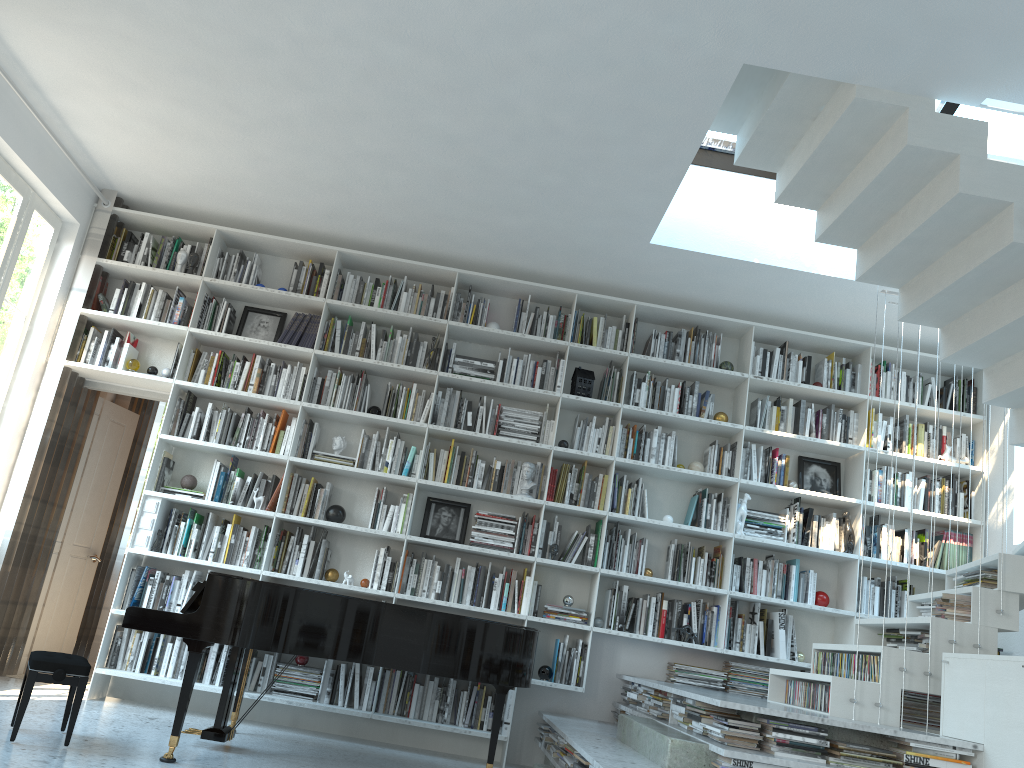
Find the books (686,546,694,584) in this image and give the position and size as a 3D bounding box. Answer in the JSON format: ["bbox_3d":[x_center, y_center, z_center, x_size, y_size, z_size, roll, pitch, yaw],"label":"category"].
[{"bbox_3d":[1.167,1.217,5.909,0.018,0.250,0.184,10,-16,-1],"label":"books"}]

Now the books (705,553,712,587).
[{"bbox_3d":[1.297,1.255,5.930,0.021,0.231,0.155,10,-15,-1],"label":"books"}]

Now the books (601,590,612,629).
[{"bbox_3d":[0.617,1.481,5.818,0.012,0.253,0.161,10,-15,-1],"label":"books"}]

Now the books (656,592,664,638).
[{"bbox_3d":[0.956,1.518,5.819,0.012,0.292,0.175,10,-15,-1],"label":"books"}]

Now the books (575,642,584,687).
[{"bbox_3d":[0.420,1.780,5.642,0.015,0.270,0.158,10,-15,-1],"label":"books"}]

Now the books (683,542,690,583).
[{"bbox_3d":[1.155,1.205,5.939,0.007,0.284,0.160,10,-15,-1],"label":"books"}]

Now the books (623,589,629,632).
[{"bbox_3d":[0.730,1.487,5.814,0.010,0.276,0.174,10,-15,-1],"label":"books"}]

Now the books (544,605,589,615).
[{"bbox_3d":[0.349,1.466,5.747,0.285,0.012,0.160,9,-16,2],"label":"books"}]

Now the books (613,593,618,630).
[{"bbox_3d":[0.661,1.497,5.824,0.015,0.240,0.153,10,-15,-1],"label":"books"}]

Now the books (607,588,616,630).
[{"bbox_3d":[0.636,1.475,5.801,0.023,0.261,0.187,10,-16,-1],"label":"books"}]

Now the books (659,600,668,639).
[{"bbox_3d":[0.973,1.546,5.815,0.031,0.243,0.185,10,-16,-1],"label":"books"}]

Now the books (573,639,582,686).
[{"bbox_3d":[0.405,1.764,5.622,0.021,0.284,0.173,10,-15,-1],"label":"books"}]

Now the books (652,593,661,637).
[{"bbox_3d":[0.942,1.526,5.838,0.012,0.284,0.160,10,-15,-1],"label":"books"}]

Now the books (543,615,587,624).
[{"bbox_3d":[0.339,1.524,5.733,0.285,0.012,0.160,9,-16,3],"label":"books"}]

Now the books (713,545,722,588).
[{"bbox_3d":[1.362,1.231,5.925,0.007,0.294,0.162,10,-15,-1],"label":"books"}]

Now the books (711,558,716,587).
[{"bbox_3d":[1.329,1.274,5.929,0.016,0.204,0.142,10,-15,-1],"label":"books"}]

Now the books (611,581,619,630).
[{"bbox_3d":[0.657,1.452,5.809,0.010,0.315,0.187,10,-15,-1],"label":"books"}]

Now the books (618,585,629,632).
[{"bbox_3d":[0.712,1.473,5.807,0.030,0.293,0.189,10,-15,-1],"label":"books"}]

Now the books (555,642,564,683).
[{"bbox_3d":[0.291,1.763,5.615,0.014,0.245,0.177,10,-16,-1],"label":"books"}]

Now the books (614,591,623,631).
[{"bbox_3d":[0.683,1.486,5.803,0.023,0.255,0.178,10,-15,-1],"label":"books"}]

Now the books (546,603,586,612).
[{"bbox_3d":[0.351,1.452,5.743,0.254,0.012,0.161,8,-16,7],"label":"books"}]

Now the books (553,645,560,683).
[{"bbox_3d":[0.275,1.774,5.629,0.012,0.228,0.130,10,-15,-1],"label":"books"}]

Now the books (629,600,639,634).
[{"bbox_3d":[0.799,1.530,5.815,0.011,0.216,0.176,10,-16,-1],"label":"books"}]

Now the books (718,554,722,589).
[{"bbox_3d":[1.368,1.266,5.944,0.019,0.240,0.134,10,-15,-1],"label":"books"}]

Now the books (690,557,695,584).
[{"bbox_3d":[1.179,1.252,5.900,0.018,0.181,0.182,10,-16,-1],"label":"books"}]

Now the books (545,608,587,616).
[{"bbox_3d":[0.347,1.475,5.735,0.254,0.012,0.161,10,-16,-1],"label":"books"}]

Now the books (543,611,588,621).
[{"bbox_3d":[0.343,1.499,5.735,0.285,0.012,0.160,9,-16,1],"label":"books"}]

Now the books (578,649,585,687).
[{"bbox_3d":[0.431,1.796,5.623,0.013,0.232,0.149,10,-15,-1],"label":"books"}]

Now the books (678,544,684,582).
[{"bbox_3d":[1.110,1.208,5.928,0.008,0.258,0.159,10,-15,-1],"label":"books"}]

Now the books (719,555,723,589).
[{"bbox_3d":[1.380,1.272,5.948,0.007,0.235,0.132,10,-15,-1],"label":"books"}]

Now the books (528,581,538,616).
[{"bbox_3d":[0.131,1.409,5.810,0.027,0.228,0.141,10,-15,-1],"label":"books"}]

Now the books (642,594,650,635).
[{"bbox_3d":[0.867,1.519,5.827,0.014,0.267,0.172,10,-15,-1],"label":"books"}]

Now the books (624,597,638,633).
[{"bbox_3d":[0.763,1.517,5.815,0.065,0.230,0.162,10,-15,-1],"label":"books"}]

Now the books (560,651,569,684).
[{"bbox_3d":[0.332,1.797,5.627,0.013,0.202,0.139,10,-15,-1],"label":"books"}]

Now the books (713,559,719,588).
[{"bbox_3d":[1.344,1.275,5.920,0.013,0.203,0.159,10,-16,-1],"label":"books"}]

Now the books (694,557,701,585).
[{"bbox_3d":[1.220,1.256,5.913,0.015,0.194,0.176,10,-16,-1],"label":"books"}]

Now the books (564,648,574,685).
[{"bbox_3d":[0.354,1.783,5.607,0.026,0.224,0.175,10,-16,-1],"label":"books"}]

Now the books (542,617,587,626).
[{"bbox_3d":[0.337,1.534,5.725,0.285,0.012,0.160,9,-16,1],"label":"books"}]

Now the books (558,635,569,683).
[{"bbox_3d":[0.317,1.747,5.641,0.032,0.299,0.149,10,-15,-1],"label":"books"}]

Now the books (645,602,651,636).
[{"bbox_3d":[0.876,1.544,5.826,0.012,0.220,0.153,10,-15,-1],"label":"books"}]

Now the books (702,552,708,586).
[{"bbox_3d":[1.263,1.246,5.917,0.018,0.229,0.182,10,-16,-1],"label":"books"}]

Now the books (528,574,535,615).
[{"bbox_3d":[0.116,1.379,5.817,0.012,0.284,0.160,10,-15,-1],"label":"books"}]

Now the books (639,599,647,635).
[{"bbox_3d":[0.845,1.535,5.824,0.024,0.227,0.160,10,-15,-1],"label":"books"}]

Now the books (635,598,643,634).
[{"bbox_3d":[0.820,1.528,5.828,0.029,0.234,0.143,10,-15,-1],"label":"books"}]

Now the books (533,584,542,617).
[{"bbox_3d":[0.158,1.424,5.810,0.030,0.210,0.137,10,-15,-1],"label":"books"}]

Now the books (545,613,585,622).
[{"bbox_3d":[0.341,1.512,5.734,0.254,0.012,0.161,8,-16,4],"label":"books"}]

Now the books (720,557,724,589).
[{"bbox_3d":[1.387,1.277,5.938,0.009,0.223,0.146,10,-15,-1],"label":"books"}]

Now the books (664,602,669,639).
[{"bbox_3d":[0.999,1.557,5.829,0.025,0.237,0.157,10,-15,-1],"label":"books"}]

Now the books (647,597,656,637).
[{"bbox_3d":[0.898,1.529,5.815,0.025,0.252,0.182,10,-16,-1],"label":"books"}]

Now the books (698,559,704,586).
[{"bbox_3d":[1.236,1.264,5.908,0.019,0.182,0.191,10,-16,-1],"label":"books"}]

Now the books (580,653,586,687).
[{"bbox_3d":[0.440,1.815,5.632,0.012,0.205,0.161,10,-16,-1],"label":"books"}]

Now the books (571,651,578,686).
[{"bbox_3d":[0.383,1.794,5.605,0.011,0.211,0.179,10,-16,-1],"label":"books"}]

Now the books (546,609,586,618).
[{"bbox_3d":[0.345,1.489,5.742,0.254,0.012,0.161,9,-16,3],"label":"books"}]

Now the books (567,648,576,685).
[{"bbox_3d":[0.372,1.790,5.623,0.012,0.225,0.149,10,-15,-1],"label":"books"}]

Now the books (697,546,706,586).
[{"bbox_3d":[1.255,1.223,5.923,0.006,0.273,0.173,10,-15,-1],"label":"books"}]

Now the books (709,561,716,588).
[{"bbox_3d":[1.313,1.276,5.899,0.016,0.180,0.190,10,-16,-1],"label":"books"}]

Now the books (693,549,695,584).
[{"bbox_3d":[1.200,1.234,5.938,0.030,0.243,0.136,10,-15,-1],"label":"books"}]

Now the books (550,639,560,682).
[{"bbox_3d":[0.270,1.753,5.625,0.005,0.263,0.163,10,-15,-1],"label":"books"}]

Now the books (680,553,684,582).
[{"bbox_3d":[1.124,1.241,5.941,0.031,0.208,0.122,10,-15,-1],"label":"books"}]
